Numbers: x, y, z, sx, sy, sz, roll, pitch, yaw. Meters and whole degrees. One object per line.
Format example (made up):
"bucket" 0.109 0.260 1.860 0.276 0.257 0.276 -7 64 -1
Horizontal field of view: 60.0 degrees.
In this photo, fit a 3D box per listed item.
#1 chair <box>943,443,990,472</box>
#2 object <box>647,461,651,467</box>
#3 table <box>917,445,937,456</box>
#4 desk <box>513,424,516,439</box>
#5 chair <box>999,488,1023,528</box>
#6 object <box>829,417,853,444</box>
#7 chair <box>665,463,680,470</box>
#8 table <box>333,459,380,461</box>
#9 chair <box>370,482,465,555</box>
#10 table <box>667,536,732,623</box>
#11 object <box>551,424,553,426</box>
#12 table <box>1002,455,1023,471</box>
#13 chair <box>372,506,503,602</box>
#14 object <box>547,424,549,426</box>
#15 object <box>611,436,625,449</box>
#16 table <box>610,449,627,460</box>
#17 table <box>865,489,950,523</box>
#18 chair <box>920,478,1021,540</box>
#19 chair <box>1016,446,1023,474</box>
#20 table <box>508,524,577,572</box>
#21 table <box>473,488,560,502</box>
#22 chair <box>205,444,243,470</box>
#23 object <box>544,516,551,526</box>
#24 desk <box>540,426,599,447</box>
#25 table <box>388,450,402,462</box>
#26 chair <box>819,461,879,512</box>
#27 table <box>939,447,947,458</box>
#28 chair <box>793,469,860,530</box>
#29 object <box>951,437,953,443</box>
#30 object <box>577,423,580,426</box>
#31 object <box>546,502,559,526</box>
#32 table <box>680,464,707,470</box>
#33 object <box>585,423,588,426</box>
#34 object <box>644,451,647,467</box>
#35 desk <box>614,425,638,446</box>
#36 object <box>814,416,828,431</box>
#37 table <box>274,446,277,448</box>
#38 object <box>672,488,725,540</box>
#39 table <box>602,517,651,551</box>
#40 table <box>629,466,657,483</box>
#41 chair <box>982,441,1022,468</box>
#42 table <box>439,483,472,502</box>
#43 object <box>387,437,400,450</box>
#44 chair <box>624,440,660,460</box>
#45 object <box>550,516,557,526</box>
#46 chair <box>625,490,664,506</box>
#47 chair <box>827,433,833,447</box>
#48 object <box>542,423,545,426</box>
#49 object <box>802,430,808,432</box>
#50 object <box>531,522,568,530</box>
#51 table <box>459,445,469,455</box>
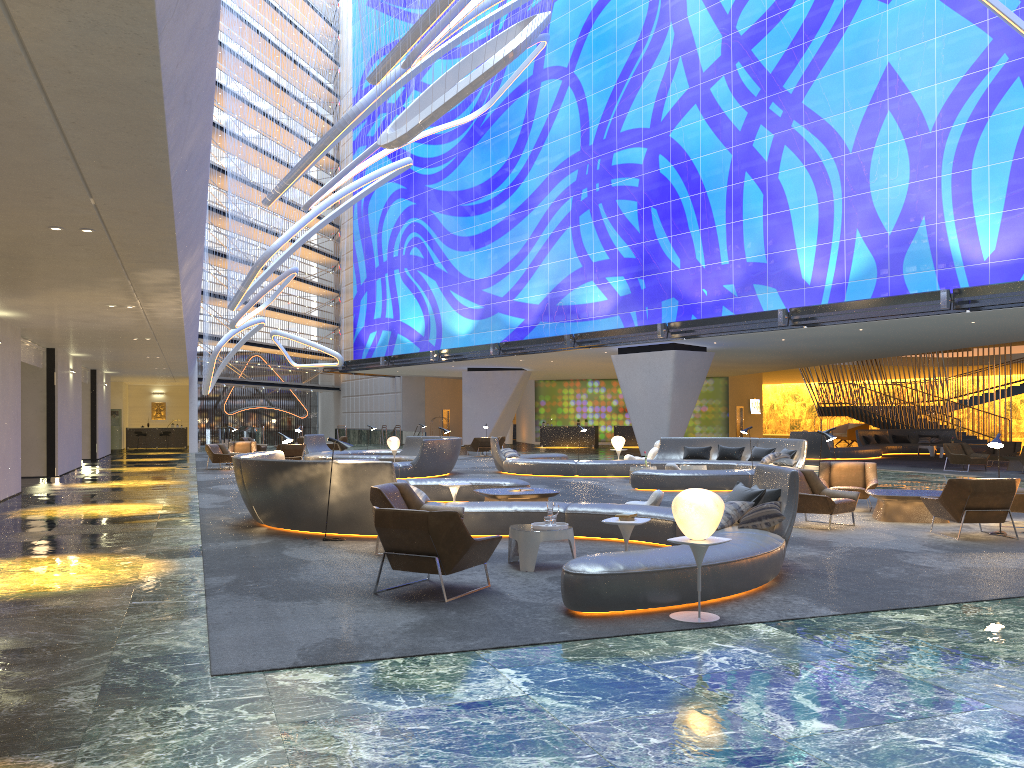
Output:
"chair" 12.480 2.023 24.436 0.929 0.766 0.939 0 -1 -22
"object" 3.113 1.817 20.139 0.071 0.118 0.151 0 -1 -10
"table" 15.743 2.537 33.613 0.671 0.406 0.674 -1 -2 25
"desk" -0.251 3.352 62.368 2.977 1.097 0.814 -1 -1 19
"chair" 7.168 1.583 12.252 0.939 0.766 0.930 -1 -2 24
"object" 17.892 2.452 48.197 1.205 1.664 0.476 0 0 -10
"chair" 4.028 2.036 20.363 0.585 0.501 1.785 -1 -2 34
"table" -4.222 2.259 24.073 1.203 0.392 1.204 0 -2 -19
"chair" -1.082 1.538 10.136 0.939 0.766 0.930 -1 -1 13
"table" 1.407 1.473 6.714 0.428 0.595 0.418 -1 -1 44
"object" 2.099 2.166 46.723 0.072 0.070 0.073 -1 -1 15
"table" 14.290 2.201 24.582 1.203 0.392 1.203 -2 -2 35
"chair" -0.695 1.448 7.814 0.929 0.766 0.939 -1 -2 30
"object" 1.906 2.150 46.776 0.107 0.108 0.111 -1 -1 15
"object" 3.010 1.665 25.129 0.367 0.387 0.318 1 -1 -38
"table" 3.020 2.157 25.177 0.428 0.595 0.418 -1 -1 44
"table" 5.872 1.801 13.092 1.203 0.392 1.204 -1 -2 16
"chair" 5.814 1.549 11.194 0.929 0.766 0.939 0 -1 -1
"chair" 13.591 1.957 22.816 0.929 0.766 0.939 -1 -1 19
"table" 0.296 1.672 9.122 0.671 0.406 0.674 0 -2 -23
"table" 0.064 1.848 13.692 1.203 0.392 1.204 0 -2 -19
"chair" -8.735 2.204 26.875 0.939 0.766 0.930 -1 -1 13
"object" 0.359 1.401 8.948 0.071 0.118 0.071 0 -1 -37
"desk" 3.015 2.744 46.687 2.977 1.097 0.814 -1 -1 19
"table" -3.373 2.196 25.486 0.418 0.595 0.428 0 -1 -21
"chair" 5.499 1.677 14.530 0.929 0.766 0.939 -1 -1 21
"table" 15.885 2.479 32.104 0.671 0.406 0.674 1 -2 -33
"chair" 4.219 1.599 12.341 0.929 0.766 0.939 1 -2 -41
"object" 16.000 2.101 32.182 0.076 0.355 0.066 0 0 -28
"object" 3.470 2.107 46.290 0.150 0.145 0.150 -1 -1 14
"object" 0.404 1.339 9.093 0.131 0.252 0.103 0 -1 -37
"table" 4.218 2.101 20.851 0.673 0.406 0.671 0 -2 0
"object" 3.869 2.102 46.204 0.150 0.145 0.150 -1 -1 14
"object" 3.027 1.694 20.013 0.076 0.355 0.066 0 0 37
"desk" 6.897 2.725 46.615 2.977 1.097 0.814 -1 -1 17
"object" 16.828 2.457 48.217 0.476 1.664 1.205 0 -1 35
"table" -9.284 2.769 36.953 1.203 0.392 1.204 0 -2 -2
"object" 1.397 0.980 6.666 0.367 0.387 0.318 1 -1 -38
"table" 1.007 1.511 7.918 0.427 0.595 0.418 -1 -1 24
"table" 2.910 2.077 20.085 0.671 0.406 0.673 -1 -2 32
"chair" 14.428 2.077 26.061 0.929 0.766 0.939 -1 -2 41
"table" -0.799 1.686 12.334 0.418 0.595 0.428 0 -1 -23
"object" -3.404 1.703 25.446 0.367 0.387 0.318 0 -1 -13
"chair" 3.714 2.006 24.548 1.157 0.882 0.729 0 -1 -1
"object" 0.422 1.402 8.998 0.071 0.118 0.071 -1 -1 38
"chair" 1.892 1.749 12.550 0.586 0.501 0.491 -1 -1 15
"chair" 12.180 2.357 34.720 0.729 0.882 1.157 -1 -2 24
"object" 1.668 2.134 46.840 0.149 0.149 0.149 -1 -1 15
"object" 11.356 1.979 34.330 0.318 0.387 0.367 0 -1 -13
"object" 0.385 1.447 9.043 0.381 0.038 0.381 1 -2 -28
"table" -2.319 2.718 36.394 1.203 0.392 1.204 0 -2 -19
